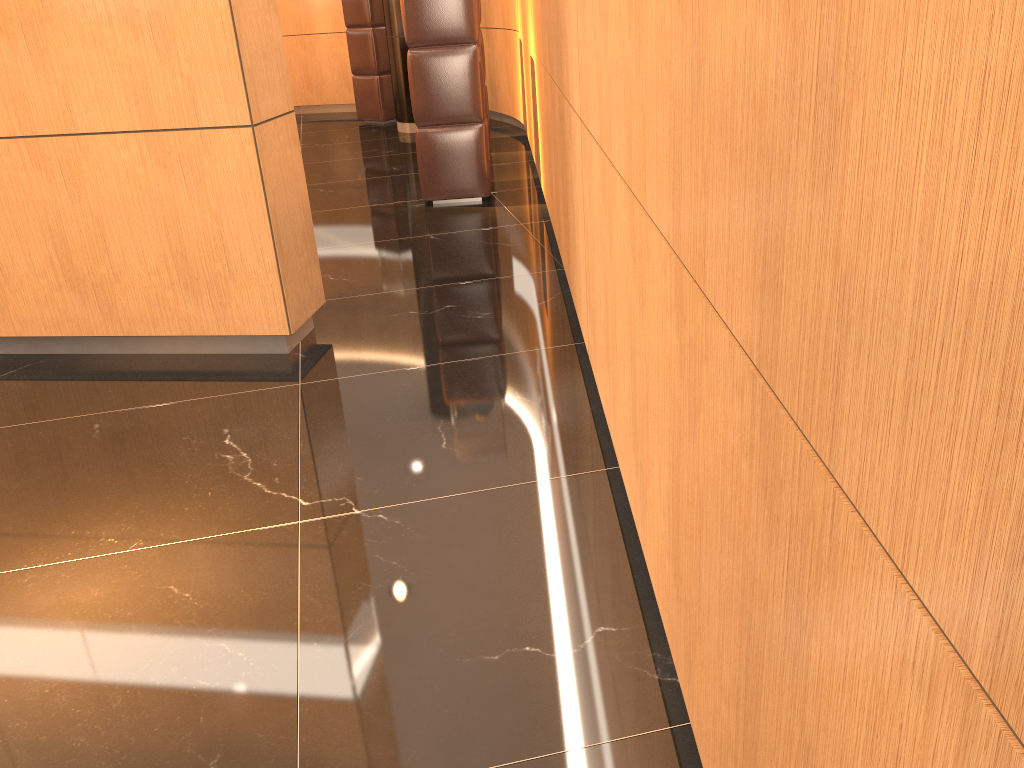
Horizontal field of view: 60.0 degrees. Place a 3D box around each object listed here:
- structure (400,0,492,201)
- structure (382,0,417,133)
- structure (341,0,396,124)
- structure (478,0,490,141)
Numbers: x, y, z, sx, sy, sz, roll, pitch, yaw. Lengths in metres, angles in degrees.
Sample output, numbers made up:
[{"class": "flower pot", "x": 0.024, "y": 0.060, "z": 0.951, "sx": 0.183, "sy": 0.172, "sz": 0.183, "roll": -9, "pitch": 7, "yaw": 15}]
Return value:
[{"class": "structure", "x": -0.446, "y": -2.238, "z": 5.821, "sx": 0.498, "sy": 1.968, "sz": 0.484, "roll": -4, "pitch": 24, "yaw": 0}, {"class": "structure", "x": -1.023, "y": -4.270, "z": 8.695, "sx": 0.613, "sy": 3.430, "sz": 0.613, "roll": -2, "pitch": 24, "yaw": 4}, {"class": "structure", "x": -1.513, "y": -3.916, "z": 9.729, "sx": 0.498, "sy": 2.000, "sz": 0.484, "roll": 18, "pitch": 32, "yaw": 40}, {"class": "structure", "x": -0.503, "y": -3.081, "z": 7.725, "sx": 0.498, "sy": 2.000, "sz": 0.484, "roll": -4, "pitch": 24, "yaw": 0}]
